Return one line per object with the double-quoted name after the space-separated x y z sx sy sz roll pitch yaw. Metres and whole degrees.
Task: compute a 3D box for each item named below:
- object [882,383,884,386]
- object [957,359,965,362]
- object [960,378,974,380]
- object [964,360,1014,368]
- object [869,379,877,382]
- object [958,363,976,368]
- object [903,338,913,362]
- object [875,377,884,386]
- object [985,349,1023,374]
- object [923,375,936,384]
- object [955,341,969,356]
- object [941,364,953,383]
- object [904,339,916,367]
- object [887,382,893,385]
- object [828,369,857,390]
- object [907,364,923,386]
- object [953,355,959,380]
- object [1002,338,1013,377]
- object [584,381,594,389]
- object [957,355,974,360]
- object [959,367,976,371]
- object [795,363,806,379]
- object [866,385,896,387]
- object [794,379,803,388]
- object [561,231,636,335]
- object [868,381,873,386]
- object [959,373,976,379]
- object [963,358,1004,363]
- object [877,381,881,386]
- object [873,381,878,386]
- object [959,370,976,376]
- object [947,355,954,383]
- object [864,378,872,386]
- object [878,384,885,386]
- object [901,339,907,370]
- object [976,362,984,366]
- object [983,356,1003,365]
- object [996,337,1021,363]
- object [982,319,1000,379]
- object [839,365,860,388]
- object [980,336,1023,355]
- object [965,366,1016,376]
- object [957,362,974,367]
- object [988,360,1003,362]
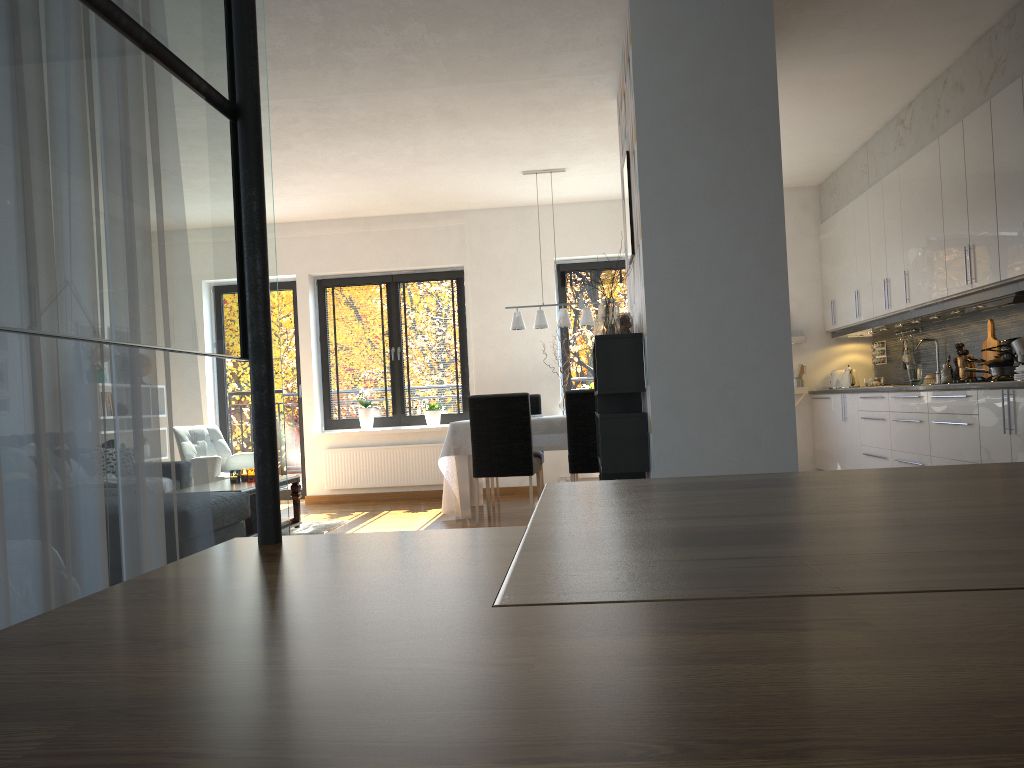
3.254 0.004 7.765 0.021 0.019 0.174 -3 -1 27 "object"
2.966 -0.143 5.795 0.100 0.036 0.100 -4 -2 33 "object"
2.974 -0.026 5.785 0.100 0.036 0.100 -4 -2 37 "object"
2.954 -0.118 5.367 0.347 0.082 0.243 -4 -2 41 "object"
3.194 -0.013 7.839 0.065 0.064 0.065 -3 -1 4 "object"
2.972 -0.108 5.793 0.101 0.057 0.099 -3 -1 16 "object"
3.273 -0.278 7.287 0.072 0.203 0.188 -3 -1 -9 "object"
3.263 -0.022 7.865 0.071 0.076 0.071 -3 -1 4 "object"
2.888 -0.133 5.002 0.347 0.154 0.200 -3 -1 -16 "object"
3.223 -0.034 6.841 0.099 0.065 0.097 -3 -1 -4 "object"
3.019 -0.148 5.939 0.061 0.282 0.123 -3 -1 4 "object"
2.894 -0.069 5.910 0.069 0.135 0.069 -3 -1 -21 "object"
3.258 -0.259 7.267 0.074 0.242 0.093 -3 -1 -22 "object"
3.299 -0.002 7.734 0.021 0.026 0.173 -3 -1 14 "object"
3.071 -0.037 8.225 0.253 0.192 0.175 -3 -1 4 "object"
2.814 -0.062 6.191 0.102 0.146 0.102 -3 -1 4 "object"
2.960 -0.097 5.876 0.058 0.184 0.058 -3 -1 37 "object"
3.175 -0.155 5.679 0.043 0.273 0.146 -3 -1 4 "object"
0.859 0.143 8.543 0.333 0.384 0.299 -3 -1 20 "object"
2.964 -0.163 5.794 0.099 0.047 0.100 -3 -1 0 "object"
2.973 -0.086 5.792 0.100 0.043 0.099 -3 -1 -8 "object"
2.693 -0.061 8.282 0.119 0.267 0.060 -3 -1 -4 "object"
3.230 0.023 7.824 0.213 0.012 0.335 -3 -1 6 "object"
2.673 0.015 8.315 0.103 0.124 0.103 -3 -1 2 "object"
0.451 -0.502 4.622 0.426 0.522 0.298 -3 -1 1 "object"
3.153 -0.001 7.784 0.046 0.045 0.045 -3 -1 7 "object"
2.972 -0.048 5.787 0.099 0.048 0.100 -3 -1 23 "object"
2.953 -0.132 5.354 0.356 0.080 0.246 -3 -1 7 "object"
3.212 -0.008 7.775 0.043 0.050 0.044 -2 -1 -43 "object"
3.173 -0.003 7.737 0.044 0.043 0.043 -3 -1 1 "object"
2.972 -0.065 5.789 0.099 0.051 0.099 -3 -1 -10 "object"
2.939 -0.098 5.956 0.058 0.192 0.080 -3 -1 -12 "object"
3.178 -0.017 7.910 0.071 0.076 0.071 -3 -1 -3 "object"
3.268 0.007 7.767 0.248 0.015 0.024 -2 -2 -41 "object"
3.286 -0.250 7.416 0.060 0.256 0.060 -3 -1 26 "object"
2.888 -0.134 5.360 0.335 0.044 0.064 -2 -1 -34 "object"
2.898 -0.141 5.348 0.334 0.061 0.059 -2 -2 -43 "object"
3.009 -0.200 5.280 0.197 0.159 0.190 -2 -1 -39 "object"
3.197 -0.225 5.920 0.029 0.419 0.219 -3 -1 4 "object"
3.046 -0.055 8.021 0.178 0.236 0.204 -4 -1 41 "object"
2.921 -0.212 5.096 0.202 0.169 0.371 -3 -1 -23 "object"
2.977 -0.083 5.388 0.232 0.061 0.351 -2 -1 -22 "object"
2.967 -0.126 5.795 0.100 0.036 0.100 -3 -1 -2 "object"
2.933 -0.132 5.334 0.336 0.021 0.065 -2 -2 -37 "object"
